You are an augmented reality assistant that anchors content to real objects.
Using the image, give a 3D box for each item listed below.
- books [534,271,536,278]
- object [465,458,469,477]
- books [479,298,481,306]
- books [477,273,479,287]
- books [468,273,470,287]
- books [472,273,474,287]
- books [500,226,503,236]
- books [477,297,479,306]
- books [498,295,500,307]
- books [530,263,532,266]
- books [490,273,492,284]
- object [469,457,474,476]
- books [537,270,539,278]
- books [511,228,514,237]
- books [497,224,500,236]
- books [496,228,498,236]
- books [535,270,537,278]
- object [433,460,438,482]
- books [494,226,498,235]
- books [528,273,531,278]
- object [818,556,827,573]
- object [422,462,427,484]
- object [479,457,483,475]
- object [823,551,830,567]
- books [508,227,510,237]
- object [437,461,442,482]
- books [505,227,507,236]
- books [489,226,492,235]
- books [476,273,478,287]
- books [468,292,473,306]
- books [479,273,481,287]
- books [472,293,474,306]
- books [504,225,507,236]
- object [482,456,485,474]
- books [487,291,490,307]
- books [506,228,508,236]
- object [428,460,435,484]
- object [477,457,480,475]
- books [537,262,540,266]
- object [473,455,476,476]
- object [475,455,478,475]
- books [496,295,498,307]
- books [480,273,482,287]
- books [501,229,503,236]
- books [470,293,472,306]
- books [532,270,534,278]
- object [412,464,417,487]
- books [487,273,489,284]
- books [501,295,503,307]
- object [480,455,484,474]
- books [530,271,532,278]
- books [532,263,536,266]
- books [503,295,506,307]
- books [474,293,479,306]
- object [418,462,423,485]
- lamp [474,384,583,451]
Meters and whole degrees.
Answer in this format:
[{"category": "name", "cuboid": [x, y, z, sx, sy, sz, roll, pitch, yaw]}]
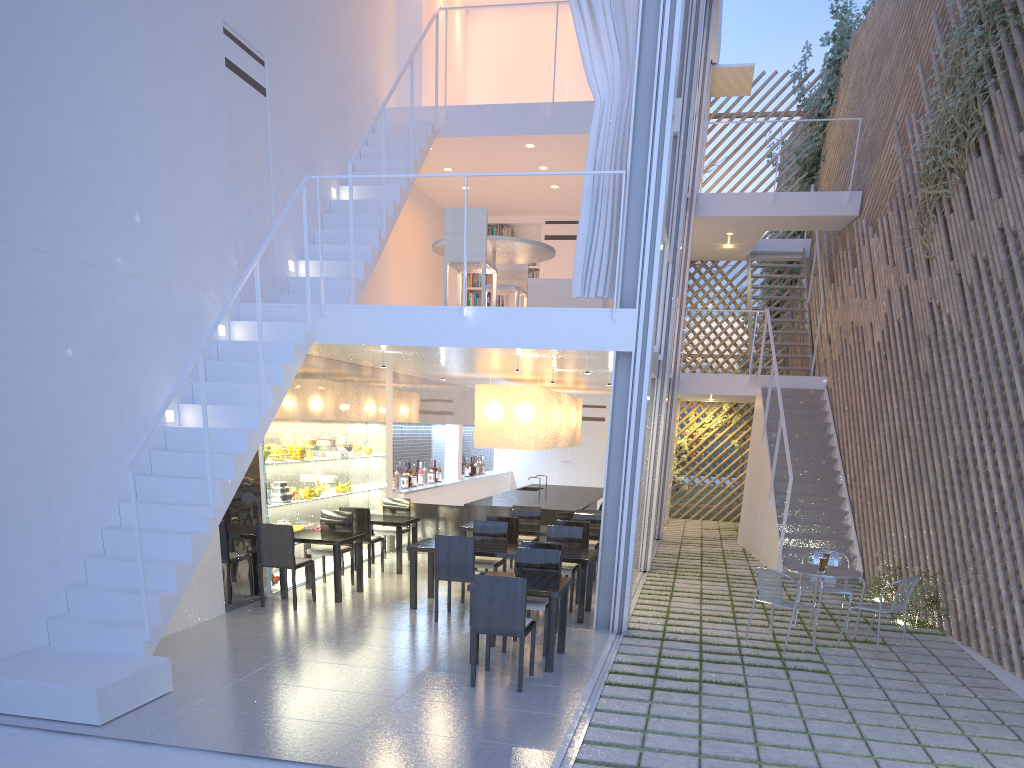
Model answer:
[{"category": "books", "cuboid": [0.201, -0.888, 7.052, 0.010, 0.151, 0.082, 6, 13, 13]}, {"category": "object", "cuboid": [-0.435, 0.808, 7.938, 0.042, 0.195, 0.038, -3, 17, -17]}, {"category": "books", "cuboid": [-0.271, -0.701, 7.217, 0.020, 0.106, 0.058, 6, 13, 13]}, {"category": "books", "cuboid": [-0.284, -0.903, 7.151, 0.015, 0.152, 0.073, 6, 14, 13]}, {"category": "books", "cuboid": [-0.365, -0.899, 7.161, 0.015, 0.138, 0.088, 6, 12, 13]}, {"category": "books", "cuboid": [-0.326, -0.895, 7.156, 0.020, 0.132, 0.085, 6, 12, 13]}, {"category": "books", "cuboid": [-0.087, -1.258, 7.001, 0.010, 0.151, 0.082, 6, 13, 13]}, {"category": "books", "cuboid": [-0.292, -0.702, 7.221, 0.020, 0.106, 0.058, 6, 13, 13]}, {"category": "books", "cuboid": [-0.106, -0.721, 7.165, 0.009, 0.156, 0.083, 6, 13, 13]}, {"category": "books", "cuboid": [-0.551, -0.368, 5.710, 0.036, 1.749, 3.480, 10, 4, 24]}, {"category": "books", "cuboid": [-0.174, -0.902, 7.124, 0.009, 0.156, 0.083, 6, 13, 13]}, {"category": "object", "cuboid": [-0.396, 0.807, 8.032, 0.044, 0.208, 0.041, 3, 16, 3]}, {"category": "books", "cuboid": [0.228, -0.889, 7.049, 0.020, 0.156, 0.077, 6, 14, 13]}, {"category": "books", "cuboid": [0.002, -1.248, 6.994, 0.006, 0.138, 0.066, 6, 14, 13]}, {"category": "books", "cuboid": [-0.107, -1.265, 7.004, 0.015, 0.164, 0.081, 6, 14, 13]}, {"category": "books", "cuboid": [-0.122, -1.252, 7.011, 0.015, 0.135, 0.082, 6, 12, 13]}, {"category": "books", "cuboid": [0.212, -0.889, 7.051, 0.011, 0.155, 0.080, 6, 13, 13]}, {"category": "object", "cuboid": [-0.657, 0.746, 7.029, 0.044, 0.208, 0.041, 3, 16, 3]}, {"category": "books", "cuboid": [-0.141, -1.261, 7.016, 0.026, 0.153, 0.073, 6, 14, 13]}, {"category": "books", "cuboid": [0.157, -0.879, 7.066, 0.018, 0.130, 0.079, 6, 12, 13]}, {"category": "object", "cuboid": [1.438, 0.836, 3.811, 0.031, 0.082, 0.029, -7, 17, -32]}, {"category": "object", "cuboid": [-0.717, 0.733, 6.756, 0.045, 0.200, 0.042, -7, 19, -29]}, {"category": "object", "cuboid": [-0.322, 0.831, 8.371, 0.046, 0.200, 0.041, 6, 17, 11]}, {"category": "object", "cuboid": [1.519, 0.848, 3.981, 0.031, 0.082, 0.029, -7, 17, -32]}, {"category": "books", "cuboid": [-0.018, -1.250, 6.987, 0.015, 0.138, 0.088, 6, 12, 13]}, {"category": "object", "cuboid": [-0.627, 0.757, 7.093, 0.042, 0.195, 0.038, -3, 17, -17]}, {"category": "books", "cuboid": [-0.045, -1.253, 6.991, 0.008, 0.144, 0.088, 6, 12, 13]}, {"category": "books", "cuboid": [-0.180, -1.263, 7.021, 0.024, 0.156, 0.077, 6, 14, 13]}, {"category": "books", "cuboid": [-0.297, -0.909, 7.150, 0.011, 0.164, 0.076, 6, 14, 13]}, {"category": "books", "cuboid": [-0.362, -0.727, 7.215, 0.015, 0.152, 0.082, 6, 13, 13]}, {"category": "books", "cuboid": [-0.270, -0.895, 7.146, 0.015, 0.135, 0.082, 6, 12, 13]}, {"category": "books", "cuboid": [-0.330, -0.719, 7.208, 0.007, 0.138, 0.089, 6, 12, 13]}, {"category": "books", "cuboid": [-0.053, -1.259, 6.994, 0.009, 0.156, 0.083, 6, 13, 13]}, {"category": "object", "cuboid": [-0.302, 0.837, 8.489, 0.043, 0.199, 0.040, 9, 18, 23]}, {"category": "books", "cuboid": [-0.199, -0.727, 7.183, 0.015, 0.164, 0.081, 6, 14, 13]}, {"category": "books", "cuboid": [-0.033, -1.248, 6.992, 0.015, 0.133, 0.086, 6, 12, 13]}, {"category": "object", "cuboid": [-0.674, 0.733, 6.868, 0.045, 0.218, 0.043, 6, 17, 13]}, {"category": "object", "cuboid": [-0.349, 0.827, 8.323, 0.045, 0.200, 0.042, -8, 19, -30]}, {"category": "books", "cuboid": [-0.507, -0.367, 5.710, 0.037, 1.748, 3.474, 10, 5, 25]}, {"category": "object", "cuboid": [-0.380, 0.810, 8.172, 0.046, 0.218, 0.042, 5, 17, 11]}, {"category": "object", "cuboid": [-0.365, 0.815, 8.254, 0.045, 0.218, 0.043, 6, 17, 13]}, {"category": "books", "cuboid": [-0.121, -0.715, 7.167, 0.008, 0.144, 0.088, 6, 12, 13]}, {"category": "books", "cuboid": [-0.255, -0.908, 7.140, 0.015, 0.164, 0.081, 6, 14, 13]}, {"category": "books", "cuboid": [-0.073, -1.247, 7.004, 0.018, 0.130, 0.079, 6, 12, 13]}, {"category": "books", "cuboid": [-0.348, -0.720, 7.212, 0.015, 0.138, 0.088, 6, 12, 13]}, {"category": "books", "cuboid": [0.185, -0.891, 7.054, 0.009, 0.156, 0.083, 6, 13, 13]}, {"category": "object", "cuboid": [-1.033, 0.590, 5.349, 0.058, 0.310, 2.317, 6, -1, 14]}, {"category": "books", "cuboid": [-0.197, -0.890, 7.135, 0.018, 0.130, 0.079, 6, 12, 13]}, {"category": "books", "cuboid": [-0.078, -0.719, 7.161, 0.011, 0.155, 0.080, 6, 13, 13]}, {"category": "object", "cuboid": [-0.317, 0.825, 8.428, 0.044, 0.218, 0.044, -10, 20, -35]}, {"category": "books", "cuboid": [0.170, -0.885, 7.056, 0.008, 0.144, 0.088, 6, 12, 13]}, {"category": "books", "cuboid": [-0.530, -0.372, 5.722, 0.044, 1.739, 3.450, 10, 5, 25]}, {"category": "books", "cuboid": [-0.063, -0.719, 7.159, 0.020, 0.156, 0.077, 6, 14, 13]}, {"category": "books", "cuboid": [-0.313, -0.719, 7.217, 0.020, 0.140, 0.065, 6, 14, 13]}, {"category": "object", "cuboid": [-0.737, 0.726, 6.637, 0.043, 0.199, 0.039, 6, 17, 12]}, {"category": "lamp", "cuboid": [0.197, 0.294, 6.732, 0.445, 0.447, 2.198, 4, -2, 13]}]
